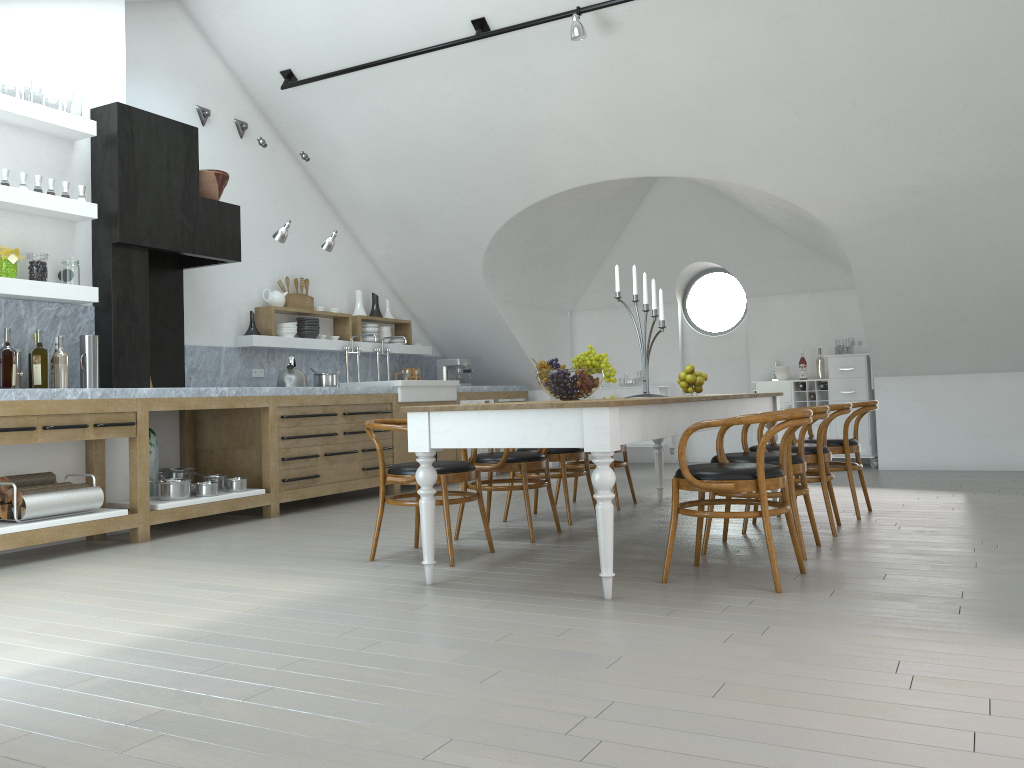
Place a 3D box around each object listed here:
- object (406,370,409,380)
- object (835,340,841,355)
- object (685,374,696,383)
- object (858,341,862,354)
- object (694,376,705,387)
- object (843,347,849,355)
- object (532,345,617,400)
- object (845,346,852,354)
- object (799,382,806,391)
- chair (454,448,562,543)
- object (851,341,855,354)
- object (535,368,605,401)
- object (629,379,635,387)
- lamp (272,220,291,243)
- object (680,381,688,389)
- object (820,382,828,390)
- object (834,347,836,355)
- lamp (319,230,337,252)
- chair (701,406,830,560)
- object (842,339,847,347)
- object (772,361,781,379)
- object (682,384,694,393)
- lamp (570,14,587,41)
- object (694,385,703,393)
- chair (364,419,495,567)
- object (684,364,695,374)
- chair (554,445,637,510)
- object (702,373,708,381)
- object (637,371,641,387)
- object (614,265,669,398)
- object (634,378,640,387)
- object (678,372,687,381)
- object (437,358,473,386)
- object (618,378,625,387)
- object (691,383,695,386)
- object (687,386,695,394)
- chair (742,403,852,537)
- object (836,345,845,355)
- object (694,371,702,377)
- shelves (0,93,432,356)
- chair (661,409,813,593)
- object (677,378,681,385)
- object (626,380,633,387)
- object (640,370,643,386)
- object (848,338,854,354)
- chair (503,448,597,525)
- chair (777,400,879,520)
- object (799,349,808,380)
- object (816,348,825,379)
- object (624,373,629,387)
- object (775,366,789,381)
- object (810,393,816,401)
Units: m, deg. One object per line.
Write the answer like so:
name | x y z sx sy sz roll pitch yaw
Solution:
object | -1.113 -0.057 9.424 0.040 0.192 0.042 -1 -3 -25
object | 3.415 -0.380 9.281 0.048 0.169 0.048 -1 -3 -29
object | 1.220 -0.036 6.051 0.071 0.064 0.072 -3 -2 21
object | 3.619 -0.377 9.212 0.046 0.143 0.046 -4 -3 39
object | 1.281 -0.017 6.064 0.071 0.072 0.070 -2 -2 -7
object | 3.478 -0.340 9.255 0.077 0.085 0.077 -3 -2 36
object | 0.314 -0.056 4.511 0.394 0.285 0.292 -2 -2 -8
object | 3.539 -0.348 9.311 0.071 0.099 0.071 -3 -3 36
object | 3.111 0.026 9.434 0.092 0.094 0.359 -3 -1 29
chair | -0.078 0.546 5.332 0.621 0.736 0.527 -3 -2 25
object | 3.546 -0.375 9.214 0.046 0.143 0.046 -4 -3 39
object | 0.300 0.007 4.533 0.360 0.160 0.360 -2 -1 8
object | 1.395 -0.009 10.243 0.094 0.093 0.093 -2 -2 16
lamp | -1.800 -1.184 6.901 0.115 0.178 0.164 0 -3 -44
object | 1.180 0.004 6.086 0.059 0.056 0.059 -3 -2 23
object | 3.290 0.023 9.329 0.087 0.085 0.360 -3 -1 28
object | 3.455 -0.342 9.345 0.094 0.093 0.093 -1 -2 -29
lamp | -1.524 -1.189 7.409 0.169 0.176 0.112 -3 -2 20
chair | 1.314 0.486 4.534 0.621 0.736 0.527 -3 -2 28
object | 3.523 -0.387 9.380 0.054 0.179 0.054 -3 -3 22
object | 2.926 -0.155 9.800 0.115 0.209 0.065 -3 -3 30
object | 1.219 0.028 6.148 0.080 0.074 0.078 -1 -2 -17
lamp | 0.459 -2.476 6.142 0.112 0.175 0.114 -2 -2 -9
object | 1.287 0.033 6.119 0.063 0.063 0.064 -3 -2 39
chair | -0.473 0.549 4.722 0.621 0.736 0.527 -3 -2 28
object | 1.228 -0.099 6.119 0.072 0.074 0.072 -3 -2 28
chair | 0.563 0.546 6.635 0.621 0.736 0.527 -3 -2 25
object | 1.324 -0.046 6.134 0.063 0.063 0.062 -2 -2 -9
object | 1.467 -0.055 10.220 0.054 0.179 0.054 -2 -3 5
object | 0.791 -0.353 5.386 0.265 0.876 0.774 -2 -2 2
object | 1.431 -0.015 10.159 0.071 0.099 0.071 0 -3 -39
object | 1.180 -0.050 6.113 0.066 0.071 0.072 -2 -2 -3
object | -0.591 -0.117 9.862 0.386 0.321 0.324 -3 -2 28
object | 1.262 -0.012 10.169 0.081 0.105 0.081 -4 -3 41
object | 1.283 -0.021 6.172 0.076 0.076 0.077 -2 -2 -5
object | 1.228 0.041 6.081 0.049 0.050 0.051 -3 -2 32
chair | 1.671 0.485 5.168 0.621 0.736 0.527 -3 -2 23
object | 3.413 -0.349 9.198 0.082 0.105 0.081 -1 -2 -24
object | 1.279 -0.062 6.099 0.058 0.057 0.053 -4 -2 43
shelves | -2.189 -1.001 7.433 0.479 1.363 5.547 -3 -1 23
chair | 1.007 0.486 3.874 0.621 0.736 0.527 -3 -2 31
object | 1.182 -0.020 6.170 0.062 0.059 0.062 -3 -2 32
object | 1.348 -0.005 10.164 0.077 0.085 0.077 -2 -2 16
object | 1.502 -0.061 10.167 0.063 0.187 0.063 -3 -3 13
object | 3.585 -0.393 9.368 0.063 0.187 0.063 -3 -3 14
chair | 0.213 0.547 6.002 0.621 0.736 0.527 -3 -2 31
chair | 2.072 0.481 5.772 0.621 0.736 0.527 -3 -2 31
object | 3.110 -0.206 9.478 0.081 0.330 0.081 -3 -3 24
object | 3.266 -0.214 9.388 0.085 0.331 0.085 -1 -3 -13
object | 1.321 -0.045 10.226 0.048 0.169 0.048 -3 -3 16
object | 2.910 -0.113 9.553 0.158 0.160 0.154 -1 -2 -34
object | 3.206 0.133 9.387 0.085 0.085 0.330 -3 -1 28
